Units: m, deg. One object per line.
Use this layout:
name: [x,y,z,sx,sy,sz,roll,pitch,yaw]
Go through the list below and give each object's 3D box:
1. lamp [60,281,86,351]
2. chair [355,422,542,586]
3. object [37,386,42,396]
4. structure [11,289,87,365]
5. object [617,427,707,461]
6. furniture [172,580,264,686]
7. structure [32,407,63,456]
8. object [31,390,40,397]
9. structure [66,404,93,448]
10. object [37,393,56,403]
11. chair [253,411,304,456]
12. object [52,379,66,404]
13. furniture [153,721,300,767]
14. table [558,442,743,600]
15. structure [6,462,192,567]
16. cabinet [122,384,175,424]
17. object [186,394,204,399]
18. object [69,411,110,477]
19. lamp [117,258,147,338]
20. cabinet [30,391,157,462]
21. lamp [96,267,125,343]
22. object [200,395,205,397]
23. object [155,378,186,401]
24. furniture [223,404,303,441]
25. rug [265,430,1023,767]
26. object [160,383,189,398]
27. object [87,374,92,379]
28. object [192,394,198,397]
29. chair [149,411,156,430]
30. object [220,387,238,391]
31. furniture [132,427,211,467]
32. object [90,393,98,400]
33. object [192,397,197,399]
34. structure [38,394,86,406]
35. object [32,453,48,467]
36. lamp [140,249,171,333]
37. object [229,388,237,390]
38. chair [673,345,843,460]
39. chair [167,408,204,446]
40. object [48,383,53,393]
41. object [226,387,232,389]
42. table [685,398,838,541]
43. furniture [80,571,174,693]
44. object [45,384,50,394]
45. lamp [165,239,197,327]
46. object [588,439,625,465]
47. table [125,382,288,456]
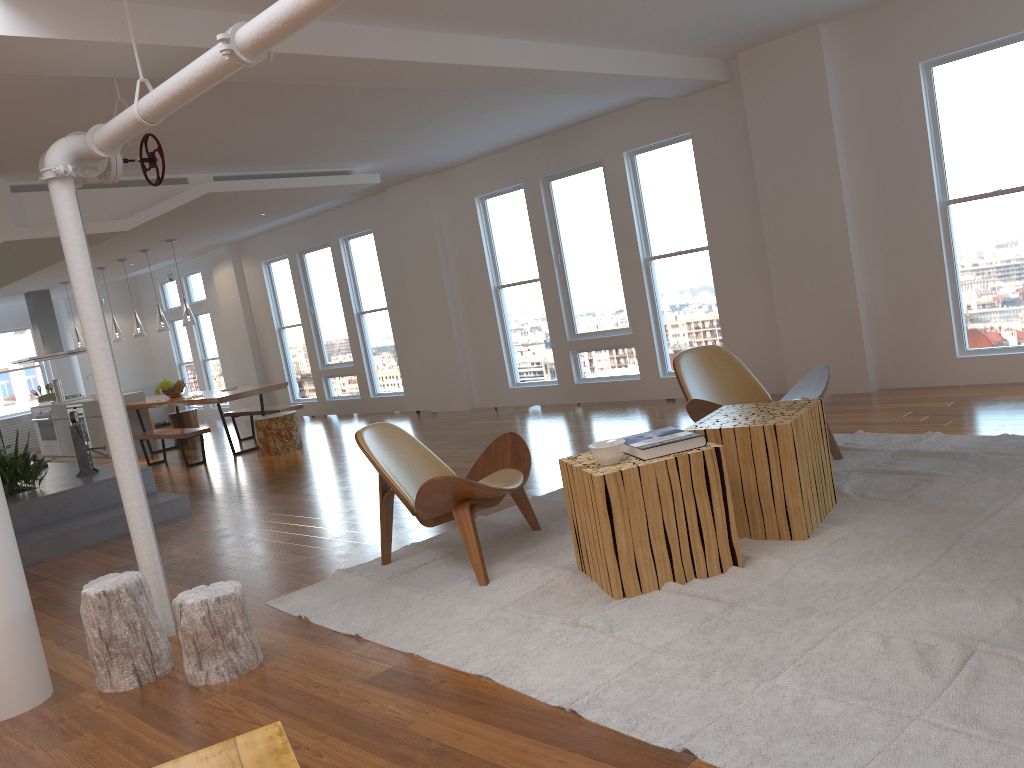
lamp: [-6.291,-1.003,12.686,0.160,1.060,0.160,-12,6,-17]
chair: [-0.235,0.512,4.444,0.856,0.752,0.867,-15,8,-38]
object: [-7.267,0.169,13.687,0.055,0.299,0.027,-16,8,-44]
structure: [-7.055,-1.063,13.306,0.909,1.405,0.900,-16,8,-44]
object: [0.618,0.247,3.730,0.279,0.048,0.334,-12,6,-13]
furniture: [-1.181,0.983,3.546,0.292,0.333,0.294,-9,6,16]
structure: [-6.781,0.665,13.472,0.649,0.735,0.890,-16,8,-44]
object: [-7.288,0.194,13.662,0.199,0.259,0.016,-14,7,-33]
structure: [-5.980,0.601,12.284,0.072,0.648,0.644,-16,8,-44]
object: [-7.163,0.222,13.770,0.353,0.157,0.084,-16,8,-44]
chair: [-2.553,0.537,9.703,0.460,0.400,0.460,-14,7,-34]
object: [-6.643,0.107,13.022,0.120,0.356,0.172,-10,6,4]
furniture: [-0.520,1.007,1.705,0.344,0.430,0.549,-13,7,-25]
table: [0.573,0.550,3.754,0.548,0.534,0.489,-12,6,-14]
structure: [-5.592,1.305,7.978,3.088,0.386,5.584,-16,8,-44]
cabinet: [-6.794,0.479,15.902,1.309,0.725,0.420,-16,8,-44]
object: [-3.740,0.151,10.466,0.222,0.020,0.222,-11,6,-3]
object: [-3.688,0.500,7.732,0.318,0.565,0.134,-11,6,-8]
lamp: [-4.783,-1.113,11.130,0.160,1.060,0.160,-12,6,-17]
cabinet: [-6.117,0.635,12.851,0.597,0.832,2.936,-16,8,-44]
lamp: [-5.286,-1.076,11.649,0.160,1.060,0.160,-12,6,-17]
object: [-3.655,0.150,10.361,0.044,0.014,0.149,-4,8,44]
object: [-4.330,0.043,11.281,0.292,0.284,0.394,-9,6,10]
furniture: [-3.082,0.498,11.060,0.316,0.389,1.433,-16,8,-44]
rug: [1.187,0.628,4.104,3.525,0.057,3.478,-15,8,-39]
object: [-4.291,0.099,11.295,0.360,0.159,0.360,-9,6,10]
object: [-7.147,-0.076,15.539,0.210,0.563,0.590,-9,6,17]
object: [-3.741,0.145,10.466,0.079,0.030,0.070,-9,6,9]
chair: [-5.909,0.676,14.012,0.344,0.430,0.549,-15,8,-40]
object: [-3.413,0.063,10.723,0.222,0.020,0.222,-6,8,38]
furniture: [-3.912,0.739,10.238,0.316,0.389,1.433,-16,8,-44]
object: [-5.640,0.171,12.014,0.152,0.082,0.152,-11,6,-4]
object: [-3.677,0.156,10.386,0.164,0.006,0.017,-15,8,-38]
structure: [-6.836,0.240,13.464,0.520,0.073,0.650,-16,8,-44]
object: [-4.834,0.781,8.995,0.181,0.155,0.216,-9,6,11]
lamp: [-4.281,-1.150,10.612,0.160,1.060,0.160,-12,6,-17]
object: [-3.330,0.055,10.656,0.019,0.017,0.158,-5,8,41]
chair: [1.414,0.142,5.067,0.856,0.752,0.867,-10,6,6]
chair: [-4.515,0.600,12.281,0.402,0.455,0.396,-6,7,36]
object: [-7.146,0.138,13.778,0.057,0.299,0.019,-16,8,-44]
object: [-3.414,0.058,10.722,0.079,0.030,0.070,-10,6,0]
table: [1.166,0.400,4.133,0.489,0.534,0.548,-6,7,34]
furniture: [-1.588,1.003,3.644,0.298,0.418,0.290,-9,6,9]
object: [-7.184,0.146,13.769,0.040,0.299,0.061,-5,8,43]
lamp: [-3.778,-1.186,10.093,0.160,1.060,0.160,-12,6,-17]
object: [0.394,0.282,3.627,0.152,0.082,0.152,-10,6,7]
table: [-4.902,0.559,12.086,0.893,0.704,5.996,-16,8,-44]
